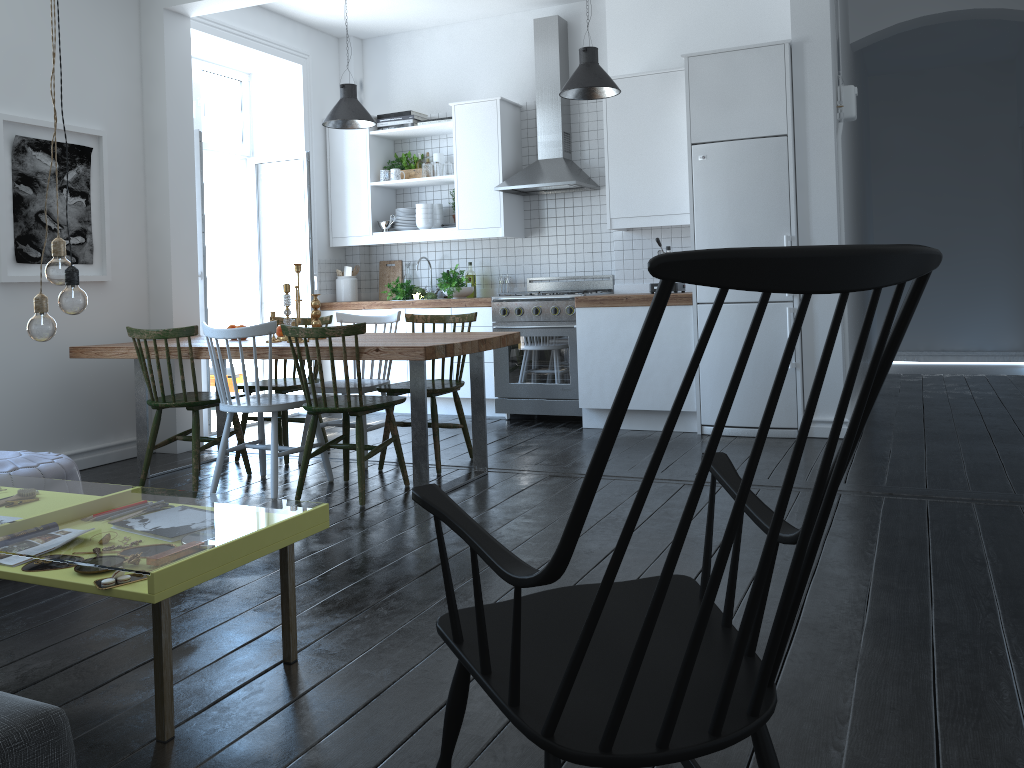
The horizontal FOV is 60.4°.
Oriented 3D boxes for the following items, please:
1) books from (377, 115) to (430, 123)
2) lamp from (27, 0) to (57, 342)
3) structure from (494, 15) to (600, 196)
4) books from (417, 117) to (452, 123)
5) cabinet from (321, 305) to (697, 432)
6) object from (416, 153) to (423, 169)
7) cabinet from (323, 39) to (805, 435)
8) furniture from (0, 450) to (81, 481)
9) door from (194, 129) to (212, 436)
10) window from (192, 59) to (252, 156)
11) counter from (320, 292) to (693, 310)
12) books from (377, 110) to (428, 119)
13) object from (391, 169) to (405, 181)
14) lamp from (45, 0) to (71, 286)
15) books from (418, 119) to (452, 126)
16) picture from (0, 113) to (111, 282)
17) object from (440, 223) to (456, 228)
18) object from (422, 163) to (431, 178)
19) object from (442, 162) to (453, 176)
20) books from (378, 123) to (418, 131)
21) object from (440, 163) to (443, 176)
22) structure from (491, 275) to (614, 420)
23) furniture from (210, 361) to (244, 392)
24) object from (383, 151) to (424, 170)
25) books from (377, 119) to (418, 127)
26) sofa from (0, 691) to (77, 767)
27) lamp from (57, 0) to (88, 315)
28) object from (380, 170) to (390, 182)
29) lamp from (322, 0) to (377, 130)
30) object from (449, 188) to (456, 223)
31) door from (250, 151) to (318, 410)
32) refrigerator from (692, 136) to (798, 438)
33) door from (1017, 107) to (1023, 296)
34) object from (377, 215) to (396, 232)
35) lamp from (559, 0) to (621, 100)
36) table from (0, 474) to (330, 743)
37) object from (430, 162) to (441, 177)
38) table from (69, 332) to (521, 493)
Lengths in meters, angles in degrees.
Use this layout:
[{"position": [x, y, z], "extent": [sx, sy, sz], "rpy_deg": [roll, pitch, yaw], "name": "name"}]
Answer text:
[{"position": [-0.872, -2.130, 7.149], "extent": [0.351, 0.030, 0.289], "rpy_deg": [1, 7, 25], "name": "books"}, {"position": [-1.321, -0.865, 2.450], "extent": [0.089, 1.497, 0.074], "rpy_deg": [-2, 0, -41], "name": "lamp"}, {"position": [0.246, -2.086, 6.523], "extent": [0.632, 1.304, 0.530], "rpy_deg": [-2, 1, 25], "name": "structure"}, {"position": [-0.535, -2.079, 6.997], "extent": [0.341, 0.016, 0.276], "rpy_deg": [1, 7, 26], "name": "books"}, {"position": [-0.056, -0.176, 6.570], "extent": [3.182, 0.814, 0.732], "rpy_deg": [2, 4, 33], "name": "cabinet"}, {"position": [-0.743, -1.755, 7.127], "extent": [0.060, 0.225, 0.060], "rpy_deg": [-2, 0, 8], "name": "object"}, {"position": [0.195, -0.945, 6.416], "extent": [3.787, 2.370, 0.782], "rpy_deg": [1, 1, 29], "name": "cabinet"}, {"position": [-1.984, 0.479, 3.384], "extent": [0.609, 0.419, 0.618], "rpy_deg": [0, 5, 19], "name": "furniture"}, {"position": [-2.287, -0.674, 5.933], "extent": [0.585, 2.025, 0.105], "rpy_deg": [-2, 0, 31], "name": "door"}, {"position": [-2.351, -2.095, 6.572], "extent": [0.105, 0.656, 1.187], "rpy_deg": [-2, 4, 25], "name": "window"}, {"position": [-0.101, -0.602, 6.523], "extent": [3.097, 0.073, 0.852], "rpy_deg": [1, 7, 25], "name": "counter"}, {"position": [-0.886, -2.164, 7.150], "extent": [0.325, 0.038, 0.260], "rpy_deg": [1, 7, 27], "name": "books"}, {"position": [-0.917, -1.665, 7.032], "extent": [0.108, 0.100, 0.083], "rpy_deg": [-1, 3, 14], "name": "object"}, {"position": [-1.284, -1.021, 2.458], "extent": [0.074, 1.497, 0.074], "rpy_deg": [-2, 0, -18], "name": "lamp"}, {"position": [-0.537, -2.051, 6.988], "extent": [0.350, 0.038, 0.263], "rpy_deg": [1, 7, 24], "name": "books"}, {"position": [-2.569, -1.015, 4.926], "extent": [0.083, 0.887, 0.690], "rpy_deg": [-2, 2, 25], "name": "picture"}, {"position": [-0.464, -1.233, 6.896], "extent": [0.245, 0.042, 0.278], "rpy_deg": [0, 7, 17], "name": "object"}, {"position": [-0.667, -1.668, 6.898], "extent": [0.086, 0.119, 0.086], "rpy_deg": [-4, 3, -42], "name": "object"}, {"position": [-0.503, -1.670, 6.865], "extent": [0.086, 0.119, 0.086], "rpy_deg": [-2, 2, -6], "name": "object"}, {"position": [-0.871, -2.061, 7.146], "extent": [0.351, 0.044, 0.261], "rpy_deg": [1, 7, 27], "name": "books"}, {"position": [-0.559, -1.676, 6.931], "extent": [0.086, 0.119, 0.086], "rpy_deg": [-2, 2, -6], "name": "object"}, {"position": [0.308, -0.272, 6.407], "extent": [0.699, 1.019, 0.725], "rpy_deg": [-1, 2, 25], "name": "structure"}, {"position": [-2.639, 0.007, 7.679], "extent": [0.919, 0.374, 0.402], "rpy_deg": [1, 4, 25], "name": "furniture"}, {"position": [-0.901, -1.775, 7.214], "extent": [0.347, 0.254, 0.164], "rpy_deg": [-1, 2, 15], "name": "object"}, {"position": [-0.886, -2.098, 7.143], "extent": [0.328, 0.030, 0.261], "rpy_deg": [1, 7, 23], "name": "books"}, {"position": [-1.808, 0.546, 1.114], "extent": [2.371, 0.722, 1.090], "rpy_deg": [1, 5, 25], "name": "sofa"}, {"position": [-1.227, -0.937, 2.420], "extent": [0.074, 1.497, 0.086], "rpy_deg": [-2, 0, -14], "name": "lamp"}, {"position": [-1.022, -1.669, 7.098], "extent": [0.083, 0.100, 0.109], "rpy_deg": [-2, 3, -6], "name": "object"}, {"position": [-2.162, -1.563, 6.745], "extent": [2.698, 2.510, 0.493], "rpy_deg": [0, 1, 25], "name": "lamp"}, {"position": [-0.404, -1.410, 7.014], "extent": [0.171, 0.366, 0.165], "rpy_deg": [-2, 1, -28], "name": "object"}, {"position": [-1.813, -0.807, 6.960], "extent": [0.585, 2.025, 0.105], "rpy_deg": [-2, 0, 19], "name": "door"}, {"position": [1.534, -0.616, 5.627], "extent": [0.575, 1.801, 0.683], "rpy_deg": [-2, 1, 25], "name": "refrigerator"}, {"position": [4.909, -1.366, 8.272], "extent": [0.116, 2.474, 1.074], "rpy_deg": [-2, 1, 25], "name": "door"}, {"position": [-1.000, -1.278, 7.031], "extent": [0.210, 0.134, 0.102], "rpy_deg": [1, 4, 37], "name": "object"}, {"position": [0.467, -2.267, 5.462], "extent": [0.384, 0.939, 0.387], "rpy_deg": [-2, 1, 33], "name": "lamp"}, {"position": [-1.247, 0.545, 2.391], "extent": [1.399, 0.399, 0.604], "rpy_deg": [1, 5, 25], "name": "table"}, {"position": [-0.596, -1.665, 6.849], "extent": [0.086, 0.119, 0.086], "rpy_deg": [-4, 3, -42], "name": "object"}, {"position": [-1.163, 0.116, 4.754], "extent": [2.225, 0.715, 1.024], "rpy_deg": [1, 5, 25], "name": "table"}]
